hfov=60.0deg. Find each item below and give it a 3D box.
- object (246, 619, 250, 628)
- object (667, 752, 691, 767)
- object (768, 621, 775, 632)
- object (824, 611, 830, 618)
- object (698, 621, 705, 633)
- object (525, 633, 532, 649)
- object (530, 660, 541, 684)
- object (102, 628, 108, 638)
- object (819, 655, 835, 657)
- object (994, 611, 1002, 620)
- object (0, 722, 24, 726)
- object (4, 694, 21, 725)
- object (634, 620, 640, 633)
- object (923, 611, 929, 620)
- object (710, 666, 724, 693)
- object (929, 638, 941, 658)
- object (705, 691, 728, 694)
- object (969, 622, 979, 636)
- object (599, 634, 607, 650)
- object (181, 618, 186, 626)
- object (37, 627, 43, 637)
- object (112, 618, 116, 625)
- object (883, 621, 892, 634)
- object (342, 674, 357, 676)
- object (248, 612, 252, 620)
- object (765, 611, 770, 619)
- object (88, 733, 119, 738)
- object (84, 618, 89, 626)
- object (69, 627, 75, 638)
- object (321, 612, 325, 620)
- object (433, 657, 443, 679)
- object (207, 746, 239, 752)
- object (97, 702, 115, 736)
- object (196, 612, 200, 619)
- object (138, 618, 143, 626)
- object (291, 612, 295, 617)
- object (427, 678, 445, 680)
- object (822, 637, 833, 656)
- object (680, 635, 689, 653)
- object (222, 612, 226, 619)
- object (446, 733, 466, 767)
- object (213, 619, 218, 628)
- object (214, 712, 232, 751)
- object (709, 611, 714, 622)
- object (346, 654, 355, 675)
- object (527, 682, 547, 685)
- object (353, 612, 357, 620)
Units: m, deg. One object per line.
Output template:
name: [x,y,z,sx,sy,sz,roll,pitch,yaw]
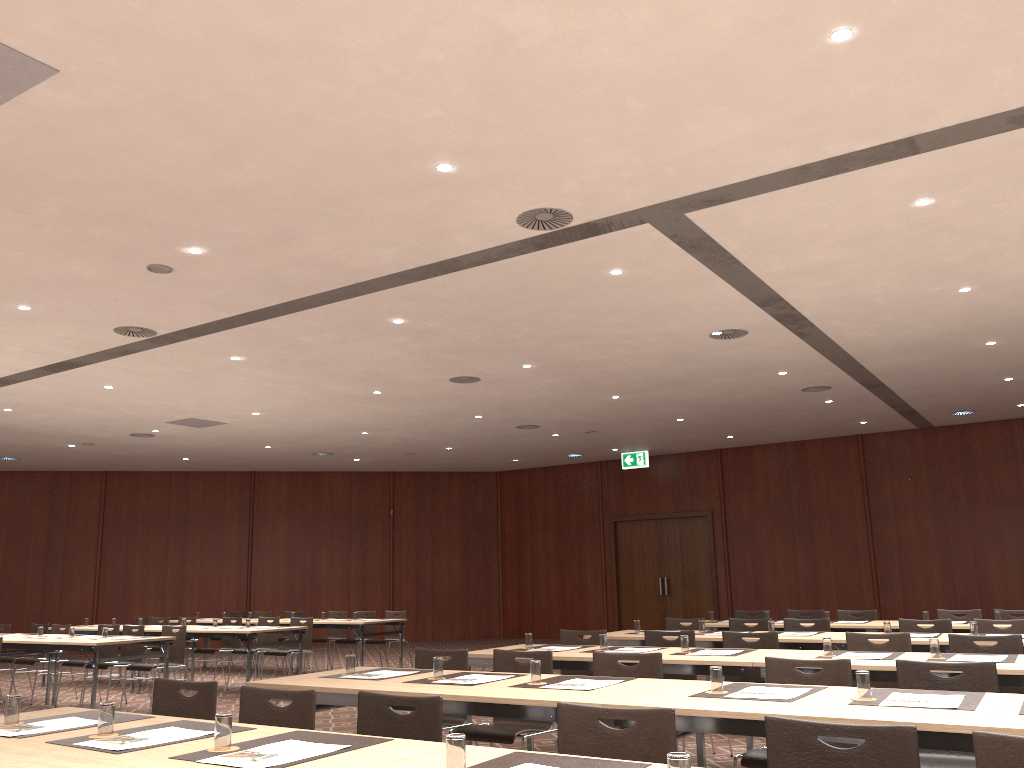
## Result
object: [-3.426,3.107,11.512,0.054,0.114,0.054,-6,-13,21]
object: [0.397,0.933,2.095,0.054,0.114,0.054,4,-13,-23]
object: [2.310,2.167,7.897,0.054,0.114,0.054,4,-13,-23]
object: [3.388,2.502,9.529,0.054,0.114,0.054,4,-13,-23]
object: [1.760,2.254,8.227,0.054,0.114,0.054,4,-13,-23]
object: [0.131,2.005,6.919,0.054,0.114,0.054,-1,-12,-1]
object: [0.123,1.494,4.604,0.054,0.114,0.054,4,-13,-23]
object: [-4.526,2.768,9.857,0.054,0.114,0.054,-6,-13,21]
object: [2.032,1.750,5.710,0.102,0.001,0.102,-6,-13,21]
object: [4.758,2.280,8.679,0.054,0.114,0.054,4,-13,-23]
object: [-2.051,1.390,3.624,0.102,0.001,0.102,-13,-17,43]
object: [-2.045,1.332,3.631,0.054,0.114,0.054,-1,-12,-1]
object: [1.212,2.345,8.580,0.054,0.114,0.054,-1,-12,-1]
object: [4.214,2.369,9.022,0.054,0.114,0.054,4,-13,-23]
object: [0.940,1.357,4.075,0.054,0.114,0.054,4,-13,-23]
object: [2.573,1.609,5.396,0.054,0.114,0.054,4,-13,-23]
object: [0.940,1.414,4.067,0.102,0.001,0.102,-6,-13,21]
object: [3.660,1.942,7.025,0.054,0.114,0.054,4,-13,-23]
object: [0.679,1.918,6.586,0.054,0.114,0.054,4,-13,-23]
object: [-4.519,3.285,12.200,0.054,0.114,0.054,-6,-13,21]
object: [-5.606,2.946,10.541,0.054,0.114,0.054,-6,-13,21]
object: [-5.861,3.506,13.050,0.054,0.114,0.054,-1,-12,-1]
object: [3.119,2.030,7.366,0.054,0.114,0.054,4,-13,-23]
object: [-0.962,1.725,5.266,0.102,0.001,0.102,-13,-17,43]
object: [-4.235,3.753,14.350,0.054,0.114,0.054,-1,-12,-1]
object: [2.847,2.593,9.881,0.054,0.114,0.054,4,-13,-23]
object: [-1.507,1.299,3.273,0.102,0.001,0.102,-6,-13,21]
object: [-6.425,3.595,13.391,0.054,0.114,0.054,-1,-12,-1]
object: [-5.068,2.858,10.206,0.054,0.114,0.054,-6,-13,21]
object: [-2.871,3.531,13.495,0.054,0.114,0.054,-6,-13,21]
object: [-0.410,1.579,4.931,0.054,0.114,0.054,4,-13,-23]
object: [-0.958,1.213,2.945,0.102,0.001,0.102,-6,-13,21]
object: [-1.510,1.246,3.302,0.054,0.114,0.054,4,-13,-23]
object: [-5.328,3.933,15.042,0.054,0.114,0.054,-1,-12,-1]
object: [-5.327,3.418,12.709,0.054,0.114,0.054,-1,-12,-1]
object: [-3.420,3.621,13.842,0.054,0.114,0.054,-6,-13,21]
object: [-0.421,1.639,4.933,0.102,0.001,0.102,-6,-13,21]
object: [2.038,1.694,5.724,0.054,0.114,0.054,4,-13,-23]
object: [1.216,1.829,6.241,0.054,0.114,0.054,4,-13,-23]
object: [-4.771,3.844,14.700,0.054,0.114,0.054,-1,-12,-1]
object: [-0.154,1.021,2.430,0.054,0.114,0.054,4,-13,-23]
object: [-3.969,3.196,11.858,0.054,0.114,0.054,-6,-13,21]
object: [-0.960,1.155,2.949,0.054,0.114,0.054,4,-13,-23]
object: [2.301,2.681,10.219,0.054,0.114,0.054,-1,-12,-1]
object: [-0.960,1.669,5.277,0.054,0.114,0.054,-1,-12,-1]
object: [0.130,1.547,4.580,0.102,0.001,0.102,-6,-13,21]
object: [-2.329,3.443,13.158,0.054,0.114,0.054,-6,-13,21]
